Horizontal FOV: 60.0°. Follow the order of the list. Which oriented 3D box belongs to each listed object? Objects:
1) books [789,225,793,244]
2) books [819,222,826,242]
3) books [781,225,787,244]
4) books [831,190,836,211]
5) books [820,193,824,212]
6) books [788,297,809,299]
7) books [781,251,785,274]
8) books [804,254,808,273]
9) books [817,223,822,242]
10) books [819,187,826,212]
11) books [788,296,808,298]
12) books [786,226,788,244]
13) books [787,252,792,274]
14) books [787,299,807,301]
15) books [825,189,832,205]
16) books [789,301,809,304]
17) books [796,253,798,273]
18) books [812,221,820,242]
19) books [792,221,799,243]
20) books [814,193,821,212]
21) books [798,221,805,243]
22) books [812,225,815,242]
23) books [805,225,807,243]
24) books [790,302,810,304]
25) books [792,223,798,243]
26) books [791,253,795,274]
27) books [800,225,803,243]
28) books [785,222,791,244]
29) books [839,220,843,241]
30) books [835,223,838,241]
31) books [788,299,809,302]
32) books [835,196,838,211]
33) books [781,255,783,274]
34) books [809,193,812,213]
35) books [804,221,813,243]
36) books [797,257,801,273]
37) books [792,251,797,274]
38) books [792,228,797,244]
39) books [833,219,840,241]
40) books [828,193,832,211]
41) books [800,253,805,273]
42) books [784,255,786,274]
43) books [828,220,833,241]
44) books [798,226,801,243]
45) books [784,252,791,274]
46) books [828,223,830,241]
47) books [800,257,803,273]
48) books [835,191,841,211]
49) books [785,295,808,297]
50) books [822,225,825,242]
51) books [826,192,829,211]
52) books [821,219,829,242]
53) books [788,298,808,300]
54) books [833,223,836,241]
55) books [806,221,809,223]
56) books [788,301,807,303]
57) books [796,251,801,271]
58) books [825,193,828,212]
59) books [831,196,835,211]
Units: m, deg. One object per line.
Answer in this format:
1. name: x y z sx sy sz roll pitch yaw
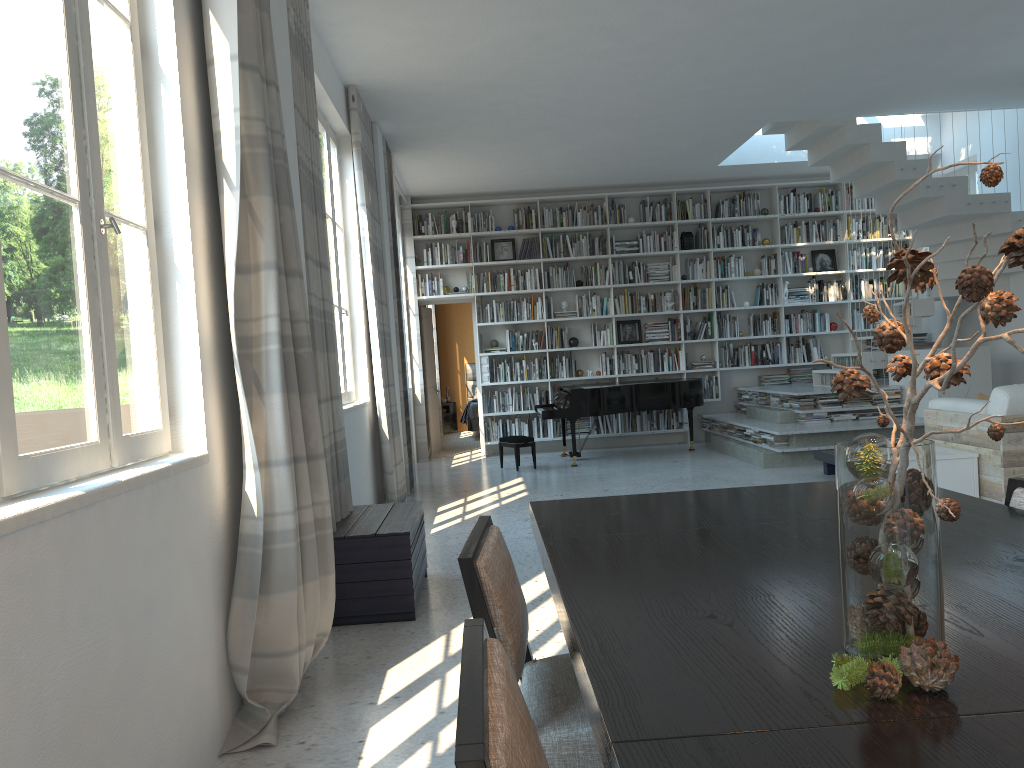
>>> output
1. books: 3.481 -1.856 11.103 0.026 0.251 0.130 -4 2 -2
2. books: 3.890 -1.888 11.104 0.023 0.264 0.156 -4 2 -2
3. books: 3.398 -1.852 11.094 0.012 0.254 0.161 -4 2 -2
4. books: 4.014 -2.272 11.108 0.025 0.279 0.136 -4 2 -2
5. books: 3.852 -2.248 11.087 0.016 0.252 0.189 -4 2 -2
6. books: 3.560 -1.077 11.129 0.285 0.012 0.159 -4 1 -4
7. books: 3.382 -1.507 11.110 0.015 0.301 0.140 -4 2 -2
8. books: 3.653 -1.495 11.100 0.026 0.244 0.177 -4 2 -2
9. books: 3.829 -1.872 11.086 0.014 0.240 0.189 -4 2 -2
10. books: 3.878 -2.284 11.086 0.007 0.321 0.165 -4 2 -2
11. books: 3.559 -1.089 11.122 0.254 0.012 0.161 -4 1 -7
12. books: 3.412 -1.844 11.093 0.013 0.237 0.141 -4 2 -2
13. books: 3.476 -1.505 11.116 0.012 0.285 0.159 -4 2 -2
14. books: 3.560 -1.053 11.125 0.254 0.012 0.161 -4 1 2
15. books: 3.963 -2.279 11.102 0.020 0.299 0.131 -4 2 -2
16. books: 3.563 -1.017 11.126 0.285 0.012 0.159 -4 1 2
17. books: 3.547 -1.501 11.118 0.020 0.267 0.152 -4 2 -2
18. books: 3.796 -1.892 11.108 0.048 0.283 0.162 -4 2 -2
19. books: 3.550 -1.883 11.094 0.011 0.296 0.162 -4 2 -2
20. books: 3.818 -2.247 11.078 0.019 0.256 0.169 -4 2 -2
21. books: 3.623 -1.883 11.090 0.026 0.288 0.156 -4 2 -2
22. books: 3.744 -1.861 11.080 0.030 0.230 0.187 -4 2 -2
23. books: 3.649 -1.860 11.101 0.025 0.238 0.142 -4 2 -2
24. books: 3.563 -1.005 11.124 0.285 0.012 0.159 -4 1 -7
25. books: 3.533 -1.864 11.086 0.026 0.261 0.167 -4 2 -2
26. books: 3.504 -1.499 11.127 0.043 0.269 0.131 -4 2 -2
27. books: 3.599 -1.856 11.111 0.024 0.236 0.146 -4 2 -2
28. books: 3.442 -1.869 11.093 0.051 0.282 0.166 -4 2 -2
29. books: 4.091 -1.902 11.109 0.031 0.265 0.169 -4 2 -2
30. books: 4.040 -1.883 11.114 0.022 0.234 0.158 -4 2 -2
31. books: 3.561 -1.041 11.123 0.285 0.012 0.159 -4 1 3
32. books: 4.044 -2.240 11.115 0.031 0.211 0.131 -4 2 -2
33. books: 3.361 -1.482 11.124 0.030 0.253 0.128 -4 2 -2
34. books: 3.706 -2.241 11.085 0.030 0.257 0.164 -4 2 -2
35. books: 3.678 -1.874 11.050 0.032 0.265 0.245 -4 2 -2
36. books: 3.567 -1.471 11.093 0.013 0.207 0.189 -4 2 -2
37. books: 3.532 -1.509 11.104 0.012 0.287 0.176 -4 2 -2
38. books: 3.509 -1.835 11.082 0.025 0.207 0.175 -4 2 -2
39. books: 4.062 -1.909 11.110 0.026 0.284 0.147 -4 2 -2
40. books: 3.947 -2.245 11.083 0.018 0.235 0.186 -4 2 -2
41. books: 3.629 -1.499 11.109 0.021 0.253 0.167 -4 2 -2
42. books: 3.397 -1.481 11.102 0.011 0.248 0.155 -4 2 -2
43. books: 3.967 -1.897 11.094 0.036 0.272 0.177 -4 2 -2
44. books: 3.573 -1.848 11.096 0.030 0.224 0.157 -4 2 -2
45. books: 3.434 -1.504 11.109 0.065 0.289 0.145 -4 2 -2
46. books: 3.944 -1.884 11.103 0.011 0.249 0.151 -4 2 -2
47. books: 3.603 -1.477 11.110 0.033 0.213 0.152 -4 2 -2
48. books: 4.071 -2.267 11.093 0.026 0.263 0.163 -4 2 -2
49. books: 3.558 -1.102 11.132 0.254 0.012 0.161 -4 1 -2
50. books: 3.865 -1.863 11.095 0.031 0.217 0.165 -4 2 -2
51. books: 3.928 -2.255 11.103 0.017 0.257 0.146 -4 2 -2
52. books: 3.912 -1.905 11.090 0.022 0.294 0.180 -4 2 -2
53. books: 3.559 -1.065 11.129 0.254 0.012 0.161 -4 1 0
54. books: 4.000 -1.884 11.103 0.030 0.241 0.162 -4 2 -2
55. books: 3.707 -1.887 11.111 0.012 0.285 0.159 -4 2 -2
56. books: 3.562 -1.029 11.126 0.254 0.012 0.161 -4 1 -6
57. books: 3.577 -1.511 11.104 0.014 0.285 0.175 -4 2 -2
58. books: 3.905 -2.249 11.087 0.031 0.249 0.164 -4 2 -2
59. books: 3.990 -2.235 11.090 0.029 0.210 0.169 -4 2 -2
